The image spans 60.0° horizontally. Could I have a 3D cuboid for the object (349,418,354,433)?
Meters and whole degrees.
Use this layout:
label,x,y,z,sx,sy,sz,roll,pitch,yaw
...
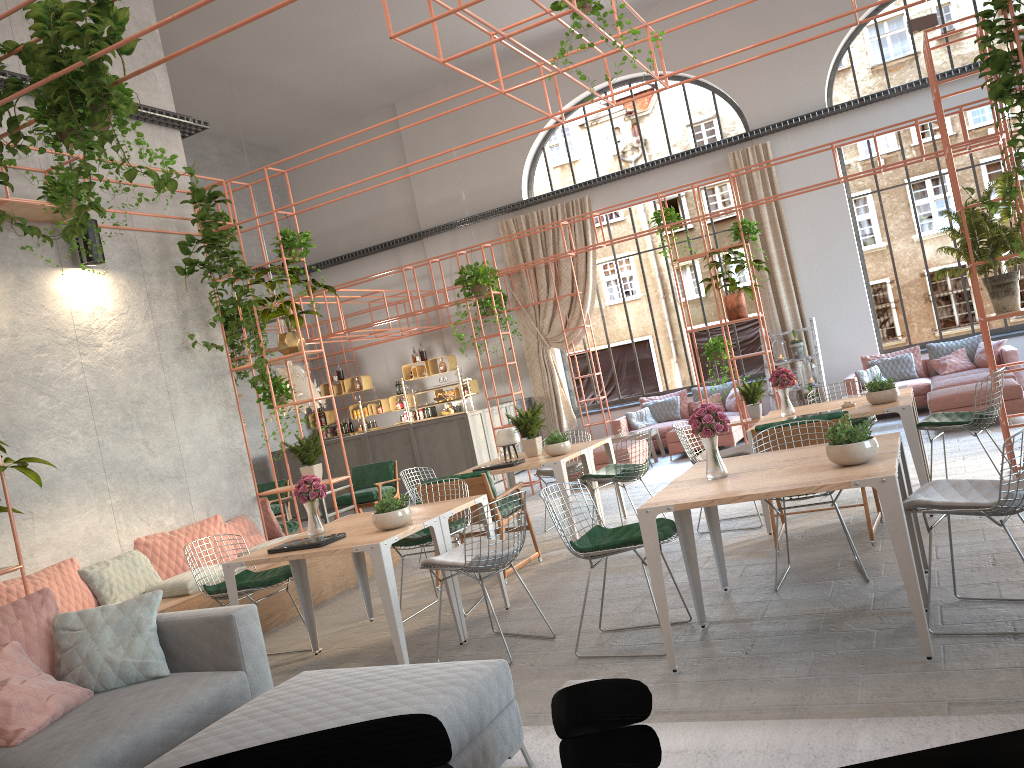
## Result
label,x,y,z,sx,sy,sz,roll,pitch,yaw
object,-3.163,0.811,17.416,0.074,0.287,0.072,-12,0,-33

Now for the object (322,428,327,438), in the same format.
label,x,y,z,sx,sy,sz,roll,pitch,yaw
object,-3.696,0.963,17.466,0.070,0.209,0.070,-12,0,15

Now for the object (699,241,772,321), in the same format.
label,x,y,z,sx,sy,sz,roll,pitch,yaw
object,2.803,-1.286,11.016,0.923,0.946,0.924,-12,0,-9

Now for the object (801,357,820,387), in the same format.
label,x,y,z,sx,sy,sz,roll,pitch,yaw
object,4.531,-0.193,13.509,0.216,0.430,0.219,-12,0,19

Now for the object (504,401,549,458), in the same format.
label,x,y,z,sx,sy,sz,roll,pitch,yaw
object,0.171,0.431,8.483,0.368,0.527,0.438,-12,0,25

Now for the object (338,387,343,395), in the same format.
label,x,y,z,sx,sy,sz,roll,pitch,yaw
object,-3.336,0.142,17.276,0.141,0.142,0.123,-12,0,25

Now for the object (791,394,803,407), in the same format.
label,x,y,z,sx,sy,sz,roll,pitch,yaw
object,4.340,0.323,13.522,0.192,0.320,0.208,-12,0,31

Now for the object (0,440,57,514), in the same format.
label,x,y,z,sx,sy,sz,roll,pitch,yaw
object,-3.368,0.700,5.469,0.934,0.919,0.903,-12,0,-3

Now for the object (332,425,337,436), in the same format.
label,x,y,z,sx,sy,sz,roll,pitch,yaw
object,-3.480,0.914,17.374,0.105,0.219,0.073,-12,0,31

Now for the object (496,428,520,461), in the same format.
label,x,y,z,sx,sy,sz,roll,pitch,yaw
object,-0.034,0.594,8.711,0.241,0.313,0.241,-12,0,-20

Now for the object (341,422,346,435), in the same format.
label,x,y,z,sx,sy,sz,roll,pitch,yaw
object,-3.541,1.056,17.431,0.711,0.529,0.084,-12,0,27

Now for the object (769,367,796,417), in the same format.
label,x,y,z,sx,sy,sz,roll,pitch,yaw
object,2.301,0.060,7.483,0.225,0.414,0.213,-12,0,17

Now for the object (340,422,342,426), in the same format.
label,x,y,z,sx,sy,sz,roll,pitch,yaw
object,-3.353,0.872,17.398,0.094,0.248,0.072,-12,0,25

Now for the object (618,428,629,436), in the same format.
label,x,y,z,sx,sy,sz,roll,pitch,yaw
object,1.657,0.759,13.373,0.156,0.145,0.199,-12,0,40

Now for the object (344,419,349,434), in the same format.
label,x,y,z,sx,sy,sz,roll,pitch,yaw
object,-3.226,0.823,17.257,0.066,0.291,0.066,-12,0,9

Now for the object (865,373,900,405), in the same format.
label,x,y,z,sx,sy,sz,roll,pitch,yaw
object,2.887,0.038,6.933,0.252,0.247,0.247,-12,0,25

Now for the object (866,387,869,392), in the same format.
label,x,y,z,sx,sy,sz,roll,pitch,yaw
object,4.795,0.106,11.881,0.156,0.145,0.199,-12,0,40

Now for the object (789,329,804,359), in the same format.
label,x,y,z,sx,sy,sz,roll,pitch,yaw
object,4.391,-0.622,13.701,0.217,0.457,0.212,-12,0,42

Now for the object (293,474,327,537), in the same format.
label,x,y,z,sx,sy,sz,roll,pitch,yaw
object,-1.343,0.814,5.982,0.225,0.414,0.213,-12,0,17

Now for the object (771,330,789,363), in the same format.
label,x,y,z,sx,sy,sz,roll,pitch,yaw
object,4.157,-0.598,13.813,0.216,0.500,0.216,-12,0,-33

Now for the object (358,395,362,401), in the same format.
label,x,y,z,sx,sy,sz,roll,pitch,yaw
object,-2.921,0.293,17.082,0.083,0.159,0.083,-12,0,34

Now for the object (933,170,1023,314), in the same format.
label,x,y,z,sx,sy,sz,roll,pitch,yaw
object,3.900,-1.124,7.144,0.894,1.100,0.900,-12,0,-36

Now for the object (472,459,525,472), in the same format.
label,x,y,z,sx,sy,sz,roll,pitch,yaw
object,-0.119,0.748,8.114,0.427,0.031,0.268,-12,0,25

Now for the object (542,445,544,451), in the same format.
label,x,y,z,sx,sy,sz,roll,pitch,yaw
object,0.370,0.635,8.953,0.218,0.041,0.218,-12,0,33

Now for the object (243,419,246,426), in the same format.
label,x,y,z,sx,sy,sz,roll,pitch,yaw
object,-4.866,0.700,15.802,0.129,0.149,0.219,-12,0,25

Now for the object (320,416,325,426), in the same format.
label,x,y,z,sx,sy,sz,roll,pitch,yaw
object,-3.775,0.733,17.671,0.131,0.207,0.131,-12,0,-20

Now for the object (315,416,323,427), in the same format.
label,x,y,z,sx,sy,sz,roll,pitch,yaw
object,-3.826,0.744,17.534,0.131,0.207,0.131,-12,0,-20

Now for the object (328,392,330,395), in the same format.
label,x,y,z,sx,sy,sz,roll,pitch,yaw
object,-3.567,0.186,17.464,0.097,0.148,0.097,-12,0,-1

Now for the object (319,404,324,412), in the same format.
label,x,y,z,sx,sy,sz,roll,pitch,yaw
object,-3.743,0.470,17.474,0.115,0.147,0.115,-12,0,-20

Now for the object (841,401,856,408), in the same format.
label,x,y,z,sx,sy,sz,roll,pitch,yaw
object,2.714,0.159,7.154,0.115,0.073,0.115,-12,0,19

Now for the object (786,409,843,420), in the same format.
label,x,y,z,sx,sy,sz,roll,pitch,yaw
object,2.364,0.257,6.955,0.427,0.031,0.268,-12,0,25

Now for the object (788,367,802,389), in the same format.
label,x,y,z,sx,sy,sz,roll,pitch,yaw
object,4.347,-0.087,13.638,0.223,0.297,0.223,-12,0,44

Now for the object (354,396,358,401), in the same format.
label,x,y,z,sx,sy,sz,roll,pitch,yaw
object,-3.002,0.309,17.121,0.083,0.159,0.083,-12,0,34

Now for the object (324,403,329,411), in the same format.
label,x,y,z,sx,sy,sz,roll,pitch,yaw
object,-3.689,0.458,17.593,0.115,0.147,0.115,-12,0,-20

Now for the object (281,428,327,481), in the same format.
label,x,y,z,sx,sy,sz,roll,pitch,yaw
object,-1.959,0.699,8.563,0.368,0.527,0.438,-12,0,25

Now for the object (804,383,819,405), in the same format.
label,x,y,z,sx,sy,sz,roll,pitch,yaw
object,4.531,0.208,13.392,0.236,0.464,0.225,-12,0,3

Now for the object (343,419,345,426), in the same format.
label,x,y,z,sx,sy,sz,roll,pitch,yaw
object,-3.270,0.834,17.369,0.074,0.287,0.072,-12,0,-33

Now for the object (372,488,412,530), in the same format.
label,x,y,z,sx,sy,sz,roll,pitch,yaw
object,-0.761,0.778,5.532,0.254,0.247,0.248,-12,0,25

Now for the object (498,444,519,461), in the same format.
label,x,y,z,sx,sy,sz,roll,pitch,yaw
object,-0.035,0.666,8.867,0.210,0.154,0.165,-12,0,15

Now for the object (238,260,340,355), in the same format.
label,x,y,z,sx,sy,sz,roll,pitch,yaw
object,-2.144,-0.762,8.618,0.934,0.947,0.903,-12,0,-13

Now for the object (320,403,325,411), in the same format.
label,x,y,z,sx,sy,sz,roll,pitch,yaw
object,-3.791,0.406,17.648,0.066,0.291,0.066,-12,0,-25

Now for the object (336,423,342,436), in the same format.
label,x,y,z,sx,sy,sz,roll,pitch,yaw
object,-3.385,0.879,17.334,0.094,0.248,0.072,-12,0,25

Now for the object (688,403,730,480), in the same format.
label,x,y,z,sx,sy,sz,roll,pitch,yaw
object,1.089,0.308,4.826,0.225,0.414,0.213,-12,0,17

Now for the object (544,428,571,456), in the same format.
label,x,y,z,sx,sy,sz,roll,pitch,yaw
object,0.405,0.529,8.091,0.254,0.247,0.248,-12,0,25

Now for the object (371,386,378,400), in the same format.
label,x,y,z,sx,sy,sz,roll,pitch,yaw
object,-2.648,0.178,17.084,0.075,0.273,0.075,-12,0,-9

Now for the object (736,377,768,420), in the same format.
label,x,y,z,sx,sy,sz,roll,pitch,yaw
object,2.995,0.172,10.993,0.368,0.527,0.438,-12,0,25

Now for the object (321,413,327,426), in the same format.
label,x,y,z,sx,sy,sz,roll,pitch,yaw
object,-3.697,0.691,17.457,0.094,0.248,0.072,-12,0,25

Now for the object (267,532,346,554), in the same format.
label,x,y,z,sx,sy,sz,roll,pitch,yaw
object,-1.285,0.998,5.555,0.427,0.031,0.268,-12,0,25

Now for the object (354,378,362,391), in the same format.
label,x,y,z,sx,sy,sz,roll,pitch,yaw
object,-2.985,0.008,17.172,0.137,0.261,0.137,-12,0,-29

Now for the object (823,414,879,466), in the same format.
label,x,y,z,sx,sy,sz,roll,pitch,yaw
object,1.666,0.274,4.378,0.252,0.247,0.247,-12,0,25
